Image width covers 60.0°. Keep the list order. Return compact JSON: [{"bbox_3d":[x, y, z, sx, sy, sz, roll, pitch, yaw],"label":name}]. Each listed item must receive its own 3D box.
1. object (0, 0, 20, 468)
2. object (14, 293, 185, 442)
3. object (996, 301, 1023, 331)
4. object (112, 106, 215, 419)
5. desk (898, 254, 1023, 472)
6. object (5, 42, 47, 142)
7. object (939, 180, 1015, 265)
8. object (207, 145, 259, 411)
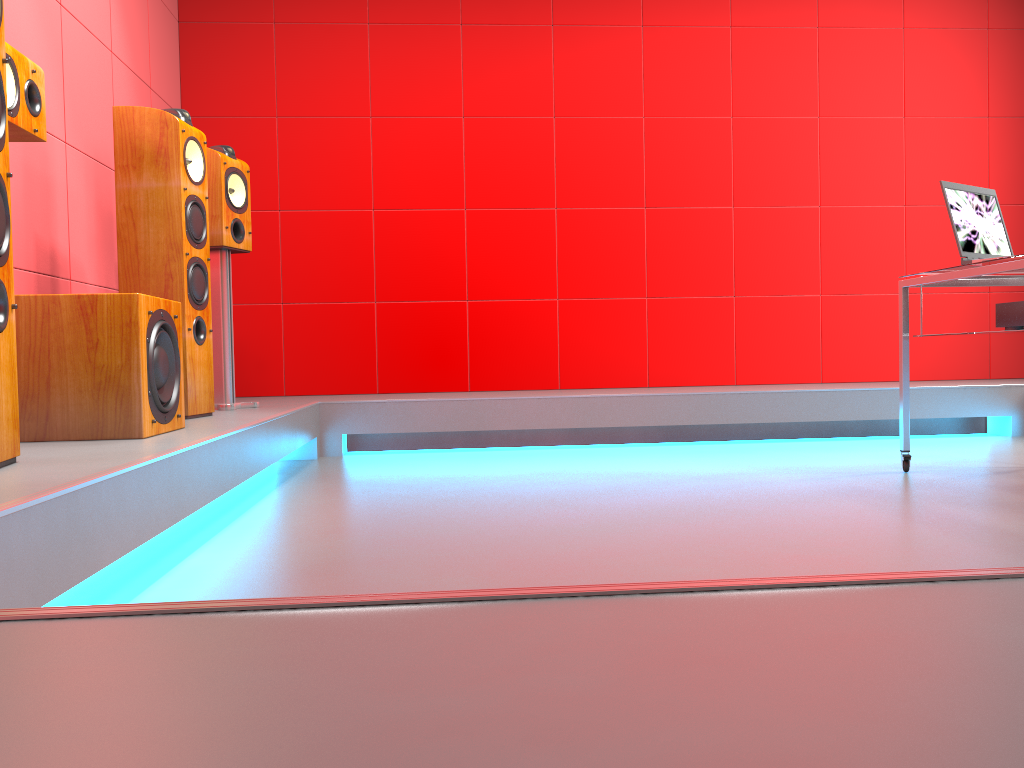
[{"bbox_3d":[-1.046,-0.370,1.579,0.238,1.052,0.203,-2,2,-14],"label":"object"},{"bbox_3d":[-1.096,-0.045,2.346,0.360,0.360,0.360,-1,2,-4],"label":"object"},{"bbox_3d":[1.746,-0.209,2.636,0.365,0.092,0.435,-1,2,-4],"label":"object"},{"bbox_3d":[-1.184,-0.409,3.038,0.238,1.052,0.203,-1,2,6],"label":"object"},{"bbox_3d":[1.710,-0.019,2.367,0.594,0.690,1.617,-1,2,-4],"label":"desk"},{"bbox_3d":[-1.435,-0.823,2.299,0.235,0.271,0.493,-1,2,-4],"label":"object"},{"bbox_3d":[1.620,-0.519,2.827,0.342,0.285,0.340,-2,2,-34],"label":"object"},{"bbox_3d":[-1.205,-0.427,3.587,0.265,1.058,0.231,-1,2,15],"label":"object"}]
